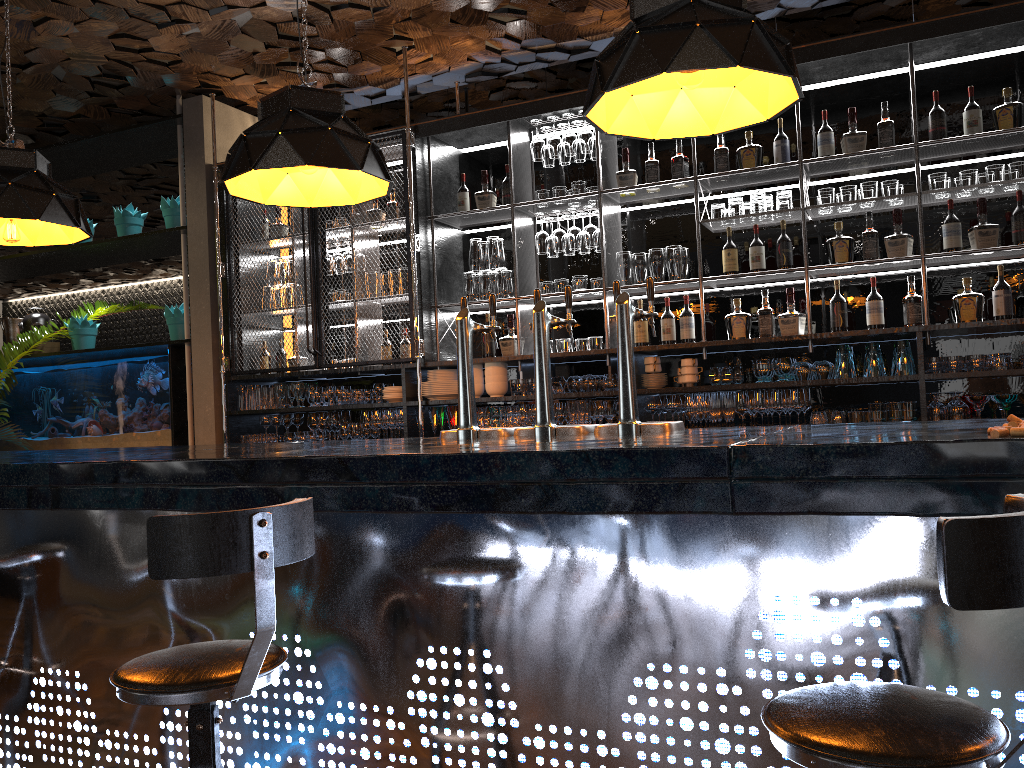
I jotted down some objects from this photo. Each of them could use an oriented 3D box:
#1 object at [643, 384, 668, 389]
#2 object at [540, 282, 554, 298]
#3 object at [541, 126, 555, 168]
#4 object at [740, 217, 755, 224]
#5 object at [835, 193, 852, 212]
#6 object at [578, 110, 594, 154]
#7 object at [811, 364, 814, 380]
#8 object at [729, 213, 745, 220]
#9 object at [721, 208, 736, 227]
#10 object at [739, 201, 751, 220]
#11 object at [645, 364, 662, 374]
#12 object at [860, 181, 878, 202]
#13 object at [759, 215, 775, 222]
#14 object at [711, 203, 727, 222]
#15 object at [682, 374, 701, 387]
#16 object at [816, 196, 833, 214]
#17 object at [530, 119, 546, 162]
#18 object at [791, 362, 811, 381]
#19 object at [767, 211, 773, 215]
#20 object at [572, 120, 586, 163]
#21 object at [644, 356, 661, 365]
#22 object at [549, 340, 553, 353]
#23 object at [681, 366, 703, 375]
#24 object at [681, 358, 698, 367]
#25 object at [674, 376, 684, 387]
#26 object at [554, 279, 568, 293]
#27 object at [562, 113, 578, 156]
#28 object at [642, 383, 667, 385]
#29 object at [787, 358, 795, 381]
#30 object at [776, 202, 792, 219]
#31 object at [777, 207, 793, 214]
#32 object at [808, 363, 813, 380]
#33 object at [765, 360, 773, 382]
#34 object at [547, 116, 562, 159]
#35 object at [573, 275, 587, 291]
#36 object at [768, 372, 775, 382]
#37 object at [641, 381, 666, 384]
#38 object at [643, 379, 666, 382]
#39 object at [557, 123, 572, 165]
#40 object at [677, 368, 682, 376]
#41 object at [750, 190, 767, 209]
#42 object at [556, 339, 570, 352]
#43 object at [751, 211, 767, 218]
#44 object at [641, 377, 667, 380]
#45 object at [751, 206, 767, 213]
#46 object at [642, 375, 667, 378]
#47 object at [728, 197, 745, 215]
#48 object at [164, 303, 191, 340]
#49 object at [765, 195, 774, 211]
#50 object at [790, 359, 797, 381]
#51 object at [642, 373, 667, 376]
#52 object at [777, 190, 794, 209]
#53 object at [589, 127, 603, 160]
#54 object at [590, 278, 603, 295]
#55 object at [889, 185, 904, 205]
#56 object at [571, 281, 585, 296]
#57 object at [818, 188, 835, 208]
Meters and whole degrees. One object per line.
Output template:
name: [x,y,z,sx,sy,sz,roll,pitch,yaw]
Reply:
object: [0.819,0.017,5.089,0.149,0.022,0.149,-2,-2,-7]
object: [0.217,-0.584,5.509,0.089,0.092,0.089,-3,-2,3]
object: [0.226,-1.492,5.587,0.092,0.244,0.092,-2,-2,-15]
object: [1.349,-0.973,5.089,0.089,0.092,0.089,-1,-2,-40]
object: [1.833,-1.002,4.891,0.089,0.092,0.089,-2,-2,-26]
object: [0.442,-1.509,5.308,0.092,0.244,0.092,-2,-2,-15]
object: [1.640,-0.064,4.937,0.098,0.097,0.098,-3,-2,16]
object: [1.255,-0.972,4.959,0.089,0.092,0.089,-3,-2,-4]
object: [1.254,-0.967,5.145,0.089,0.092,0.089,-3,-2,-4]
object: [1.348,-0.994,5.090,0.089,0.092,0.089,-1,-2,-40]
object: [0.815,-0.080,5.089,0.094,0.070,0.107,-2,-2,-35]
object: [1.882,-1.010,4.669,0.089,0.092,0.089,-2,-2,-12]
object: [1.455,-0.979,5.068,0.089,0.092,0.089,-1,-2,-40]
object: [1.166,-0.967,5.006,0.089,0.092,0.089,-1,-2,-40]
object: [1.008,-0.019,4.986,0.106,0.067,0.094,-3,-2,13]
object: [1.739,-0.996,4.927,0.089,0.092,0.089,-2,-2,-24]
object: [0.157,-1.493,5.437,0.092,0.244,0.092,-2,-2,-15]
object: [1.525,-0.066,4.679,0.098,0.097,0.098,-3,-2,4]
object: [1.454,-1.001,5.069,0.089,0.092,0.089,-1,-2,-40]
object: [0.416,-1.503,5.501,0.092,0.244,0.092,-2,-2,-15]
object: [0.804,-0.124,5.094,0.094,0.069,0.106,-4,-2,30]
object: [0.209,-0.219,5.438,0.089,0.092,0.089,-3,-2,-4]
object: [1.005,-0.064,4.991,0.106,0.069,0.094,-2,-2,-24]
object: [0.996,-0.108,4.984,0.094,0.068,0.106,-3,-2,24]
object: [0.995,-0.015,5.094,0.106,0.067,0.094,-2,-2,-13]
object: [0.303,-0.590,5.421,0.089,0.092,0.089,-3,-2,3]
object: [0.347,-1.504,5.351,0.092,0.244,0.092,-2,-2,-15]
object: [0.819,0.007,5.089,0.149,0.023,0.149,-2,-2,-7]
object: [1.496,-0.074,4.847,0.108,0.126,0.108,-3,-2,19]
object: [1.531,-0.984,4.996,0.089,0.092,0.089,-3,-2,14]
object: [1.495,-0.986,4.859,0.089,0.092,0.089,-1,-2,-40]
object: [1.569,-0.065,4.770,0.098,0.097,0.098,-2,-2,-28]
object: [1.396,-0.068,4.897,0.100,0.125,0.100,-2,-2,-18]
object: [0.257,-1.499,5.392,0.092,0.244,0.092,-2,-2,-15]
object: [0.408,-0.598,5.307,0.089,0.092,0.089,-3,-2,9]
object: [1.443,-0.067,5.006,0.100,0.125,0.100,-4,-2,38]
object: [0.818,-0.005,5.089,0.149,0.023,0.149,-3,-2,9]
object: [0.817,-0.017,5.089,0.149,0.024,0.149,-3,-2,24]
object: [0.326,-1.498,5.542,0.092,0.244,0.092,-2,-2,-15]
object: [0.998,-0.060,5.090,0.094,0.069,0.105,-3,-2,1]
object: [1.373,-1.027,4.947,0.089,0.092,0.089,-3,-2,20]
object: [0.312,-0.225,5.377,0.089,0.092,0.089,-2,-2,-12]
object: [1.375,-0.978,4.946,0.089,0.092,0.089,-3,-2,14]
object: [0.818,-0.026,5.089,0.149,0.026,0.148,-4,-2,31]
object: [1.374,-1.001,4.946,0.089,0.092,0.089,-3,-2,14]
object: [0.816,-0.037,5.090,0.149,0.025,0.149,-2,-2,-13]
object: [1.254,-0.993,4.959,0.089,0.092,0.089,-2,-2,-24]
object: [-2.473,-0.455,6.637,0.265,0.325,0.245,-3,-2,18]
object: [1.452,-1.027,5.069,0.089,0.092,0.089,-1,-2,-40]
object: [1.545,-0.073,4.959,0.108,0.126,0.108,-3,-2,-4]
object: [0.814,-0.048,5.091,0.149,0.026,0.148,-4,-2,31]
object: [1.494,-1.007,4.860,0.089,0.092,0.089,-3,-2,15]
object: [0.510,-1.508,5.458,0.092,0.244,0.092,-2,-2,-15]
object: [0.525,-0.600,5.452,0.089,0.092,0.089,-3,-2,9]
object: [2.066,-1.016,4.776,0.089,0.092,0.089,-3,-2,-1]
object: [0.413,-0.593,5.495,0.089,0.092,0.089,-2,-2,-34]
object: [1.693,-0.999,4.769,0.089,0.092,0.089,-3,-2,-4]
